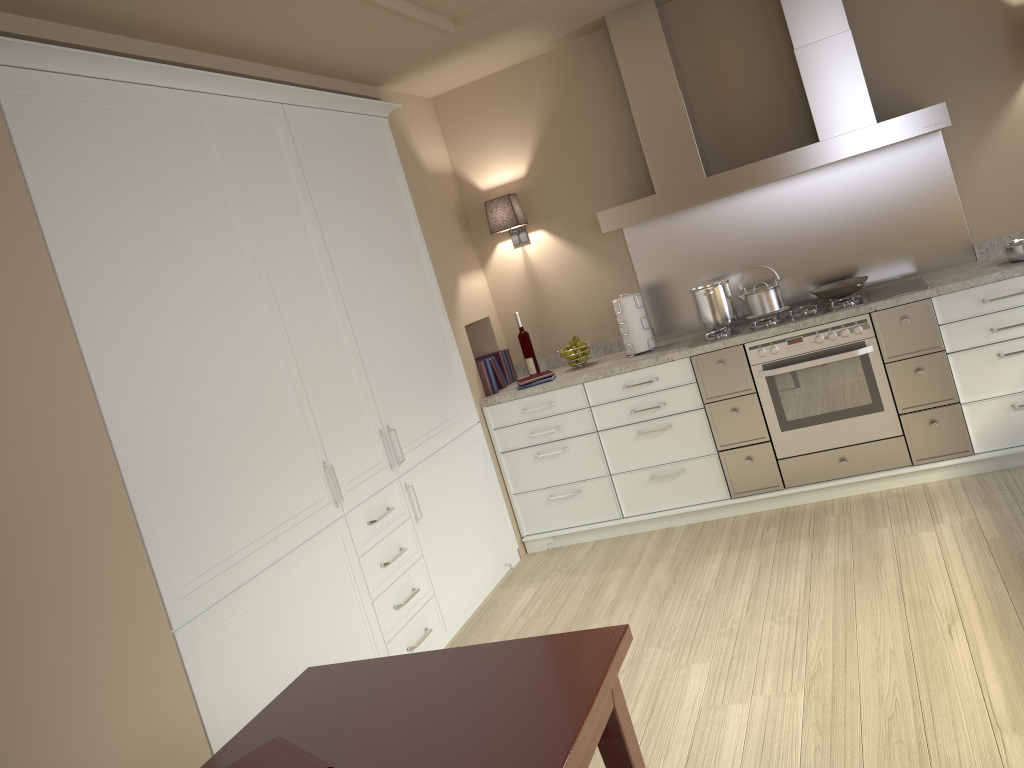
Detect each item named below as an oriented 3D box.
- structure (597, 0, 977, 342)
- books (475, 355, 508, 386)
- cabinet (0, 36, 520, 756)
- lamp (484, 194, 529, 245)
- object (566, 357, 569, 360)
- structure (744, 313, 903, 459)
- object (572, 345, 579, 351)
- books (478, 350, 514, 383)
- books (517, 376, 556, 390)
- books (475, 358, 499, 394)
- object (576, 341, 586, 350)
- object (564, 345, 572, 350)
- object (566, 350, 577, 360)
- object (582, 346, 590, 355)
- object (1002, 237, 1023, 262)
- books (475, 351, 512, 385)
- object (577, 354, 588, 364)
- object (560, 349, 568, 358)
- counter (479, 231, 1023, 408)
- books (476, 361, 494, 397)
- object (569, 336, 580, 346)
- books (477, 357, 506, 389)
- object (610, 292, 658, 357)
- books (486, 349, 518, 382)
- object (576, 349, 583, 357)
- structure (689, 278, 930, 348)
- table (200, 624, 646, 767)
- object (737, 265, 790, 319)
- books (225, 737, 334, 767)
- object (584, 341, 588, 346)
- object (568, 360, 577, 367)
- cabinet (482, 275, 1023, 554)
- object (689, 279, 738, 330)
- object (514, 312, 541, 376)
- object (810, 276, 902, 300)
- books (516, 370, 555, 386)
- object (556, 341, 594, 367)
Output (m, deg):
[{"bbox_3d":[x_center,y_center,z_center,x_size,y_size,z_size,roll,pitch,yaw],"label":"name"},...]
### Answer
[{"bbox_3d":[1.149,-1.126,4.147,1.548,1.673,0.452,-15,3,22],"label":"structure"},{"bbox_3d":[-0.131,-0.052,4.724,0.163,0.181,0.093,-15,4,22],"label":"books"},{"bbox_3d":[-0.872,0.056,3.452,0.608,2.331,2.370,-16,5,22],"label":"cabinet"},{"bbox_3d":[-0.019,-0.877,4.754,0.168,0.257,0.194,-15,4,22],"label":"lamp"},{"bbox_3d":[0.302,-0.152,4.637,0.054,0.054,0.053,-18,5,-13],"label":"object"},{"bbox_3d":[1.465,0.008,4.134,0.537,0.694,0.586,-15,5,22],"label":"structure"},{"bbox_3d":[0.331,-0.182,4.572,0.040,0.038,0.040,-17,5,-7],"label":"object"},{"bbox_3d":[-0.089,-0.079,4.838,0.163,0.182,0.033,-15,3,22],"label":"books"},{"bbox_3d":[0.127,-0.013,4.486,0.182,0.017,0.166,-15,7,12],"label":"books"},{"bbox_3d":[-0.168,-0.026,4.602,0.163,0.182,0.033,-15,3,22],"label":"books"},{"bbox_3d":[0.355,-0.199,4.545,0.047,0.045,0.048,-15,5,23],"label":"object"},{"bbox_3d":[0.296,-0.183,4.611,0.043,0.043,0.041,-13,6,37],"label":"object"},{"bbox_3d":[0.309,-0.149,4.556,0.058,0.058,0.058,-18,5,-11],"label":"object"},{"bbox_3d":[0.381,-0.174,4.566,0.047,0.045,0.048,-15,5,26],"label":"object"},{"bbox_3d":[2.243,-0.605,3.740,0.374,0.090,0.197,-20,7,-26],"label":"object"},{"bbox_3d":[-0.102,-0.070,4.809,0.163,0.182,0.033,-15,3,22],"label":"books"},{"bbox_3d":[0.365,-0.131,4.580,0.061,0.056,0.059,-19,5,-23],"label":"object"},{"bbox_3d":[0.271,-0.159,4.581,0.048,0.048,0.047,-18,5,-15],"label":"object"},{"bbox_3d":[1.364,-0.360,4.137,3.819,0.113,0.586,-14,7,22],"label":"counter"},{"bbox_3d":[-0.193,-0.015,4.578,0.163,0.182,0.033,-15,3,22],"label":"books"},{"bbox_3d":[0.325,-0.222,4.600,0.054,0.056,0.055,-15,5,22],"label":"object"},{"bbox_3d":[-0.142,-0.044,4.693,0.164,0.182,0.092,-15,4,25],"label":"books"},{"bbox_3d":[0.609,-0.304,4.426,0.168,0.303,0.164,-17,4,6],"label":"object"},{"bbox_3d":[-0.069,-0.087,4.864,0.163,0.182,0.033,-15,3,22],"label":"books"},{"bbox_3d":[0.348,-0.157,4.541,0.039,0.040,0.040,-16,5,14],"label":"object"},{"bbox_3d":[1.347,-0.341,4.083,1.041,0.031,0.403,-14,7,22],"label":"structure"},{"bbox_3d":[-0.313,1.052,1.012,0.746,0.677,1.780,-15,6,22],"label":"table"},{"bbox_3d":[1.193,-0.454,4.234,0.211,0.236,0.207,-20,5,-34],"label":"object"},{"bbox_3d":[-0.427,0.666,1.471,0.196,0.017,0.213,-22,8,-38],"label":"books"},{"bbox_3d":[0.370,-0.199,4.610,0.050,0.054,0.055,-18,5,-8],"label":"object"},{"bbox_3d":[0.315,-0.112,4.596,0.048,0.048,0.049,-14,6,33],"label":"object"},{"bbox_3d":[1.489,0.061,4.170,3.184,0.791,0.650,-14,5,22],"label":"cabinet"},{"bbox_3d":[0.991,-0.388,4.326,0.202,0.206,0.200,-19,5,-20],"label":"object"},{"bbox_3d":[0.076,-0.210,4.740,0.063,0.364,0.061,-19,4,-42],"label":"object"},{"bbox_3d":[1.541,-0.434,4.032,0.266,0.051,0.425,-18,7,-10],"label":"object"},{"bbox_3d":[0.118,-0.030,4.501,0.183,0.017,0.165,-18,7,-8],"label":"books"},{"bbox_3d":[0.341,-0.141,4.600,0.208,0.109,0.205,-19,6,-23],"label":"object"}]
